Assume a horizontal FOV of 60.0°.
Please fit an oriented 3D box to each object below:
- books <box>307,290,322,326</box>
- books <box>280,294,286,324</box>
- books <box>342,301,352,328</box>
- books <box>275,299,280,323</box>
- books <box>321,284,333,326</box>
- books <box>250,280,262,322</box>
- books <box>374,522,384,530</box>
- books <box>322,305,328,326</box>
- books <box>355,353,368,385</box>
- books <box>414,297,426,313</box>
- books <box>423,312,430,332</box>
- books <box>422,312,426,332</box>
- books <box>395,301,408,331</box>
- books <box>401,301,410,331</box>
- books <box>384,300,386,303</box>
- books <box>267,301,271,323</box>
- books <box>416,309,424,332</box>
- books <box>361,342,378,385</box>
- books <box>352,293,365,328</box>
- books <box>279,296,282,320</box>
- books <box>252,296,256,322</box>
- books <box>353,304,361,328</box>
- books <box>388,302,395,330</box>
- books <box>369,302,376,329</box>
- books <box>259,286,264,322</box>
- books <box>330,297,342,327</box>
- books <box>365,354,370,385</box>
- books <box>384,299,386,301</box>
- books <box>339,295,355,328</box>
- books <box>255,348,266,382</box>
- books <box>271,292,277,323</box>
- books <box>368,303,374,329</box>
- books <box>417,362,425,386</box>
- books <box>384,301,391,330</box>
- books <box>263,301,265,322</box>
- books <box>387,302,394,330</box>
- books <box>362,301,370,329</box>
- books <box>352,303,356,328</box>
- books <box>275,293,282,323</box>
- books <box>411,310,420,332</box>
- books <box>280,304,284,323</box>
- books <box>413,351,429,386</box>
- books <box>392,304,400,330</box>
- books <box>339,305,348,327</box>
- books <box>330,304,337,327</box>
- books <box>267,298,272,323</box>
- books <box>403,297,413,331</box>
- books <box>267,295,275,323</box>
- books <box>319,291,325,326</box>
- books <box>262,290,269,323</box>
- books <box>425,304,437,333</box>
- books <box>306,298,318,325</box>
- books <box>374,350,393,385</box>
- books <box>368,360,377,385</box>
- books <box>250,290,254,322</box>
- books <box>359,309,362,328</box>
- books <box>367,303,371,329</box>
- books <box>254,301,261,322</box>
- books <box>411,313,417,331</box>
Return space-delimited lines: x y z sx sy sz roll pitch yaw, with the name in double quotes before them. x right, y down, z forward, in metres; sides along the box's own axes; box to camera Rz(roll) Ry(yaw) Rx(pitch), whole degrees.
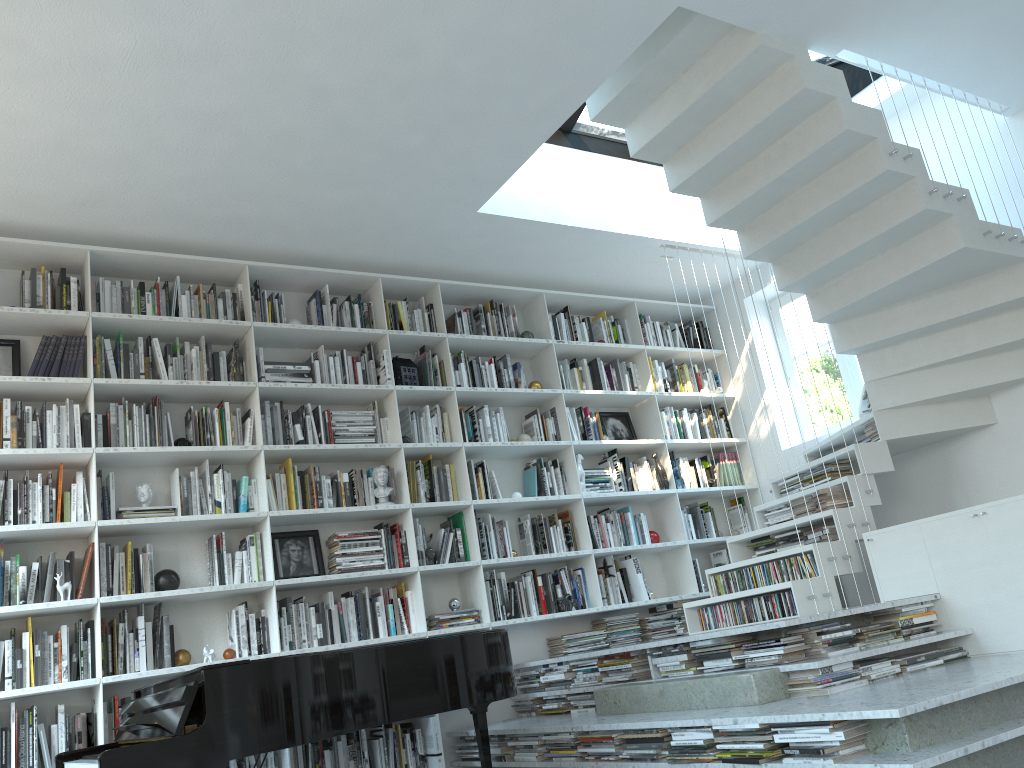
"books" -1.223 -0.416 5.505 0.014 0.291 0.176 1 -20 -32
"books" -1.405 -0.401 5.390 0.011 0.255 0.144 1 -20 -32
"books" -1.060 -0.383 5.605 0.023 0.235 0.154 1 -20 -32
"books" -1.436 -0.385 5.363 0.016 0.218 0.144 1 -20 -32
"books" -1.171 -0.434 5.543 0.010 0.330 0.186 1 -20 -32
"books" -1.538 -0.441 5.334 0.014 0.340 0.145 1 -20 -32
"books" -0.773 0.982 5.260 0.011 0.298 0.130 1 -20 -32
"books" -1.189 -0.369 5.533 0.031 0.208 0.147 1 -20 -32
"books" -0.952 -0.045 5.524 0.032 0.247 0.174 1 -20 -32
"books" -0.602 -0.408 5.933 0.012 0.328 0.129 1 -20 -32
"books" -0.597 -0.350 5.891 0.022 0.193 0.182 1 -20 -32
"books" -0.621 -0.353 5.886 0.025 0.203 0.162 1 -20 -32
"books" -0.748 -0.387 5.795 0.054 0.254 0.191 1 -20 -32
"books" -0.725 -0.388 5.837 0.030 0.273 0.152 1 -20 -32
"books" -0.836 -0.390 5.745 0.006 0.259 0.166 1 -20 -32
"books" -1.480 -0.374 5.335 0.023 0.195 0.172 1 -20 -32
"books" -0.635 -0.365 5.856 0.031 0.212 0.170 1 -20 -32
"books" -0.897 -0.080 5.588 0.012 0.333 0.156 1 -20 -32
"books" -0.983 -0.411 5.678 0.012 0.307 0.138 1 -20 -32
"books" -1.431 -0.393 5.391 0.013 0.249 0.148 1 -20 -32
"books" -1.566 -0.389 5.294 0.023 0.227 0.157 1 -20 -32
"books" -1.008 -0.373 5.607 0.023 0.201 0.193 1 -20 -32
"books" -0.801 -0.386 5.779 0.008 0.261 0.142 1 -20 -32
"books" -0.918 -0.385 5.710 0.022 0.256 0.137 1 -20 -32
"books" -1.521 -0.421 5.330 0.010 0.295 0.153 1 -20 -32
"books" -1.119 -0.395 5.589 0.028 0.269 0.140 1 -20 -32
"books" -0.935 -0.045 5.555 0.029 0.260 0.133 1 -20 -32
"books" -0.838 -0.395 5.761 0.007 0.278 0.150 1 -20 -32
"books" -1.041 -0.404 5.607 0.010 0.269 0.180 1 -20 -32
"books" -1.484 -0.062 5.178 0.021 0.248 0.192 1 -20 -32
"books" -1.454 -0.405 5.365 0.013 0.263 0.147 1 -20 -32
"books" -0.928 -0.379 5.693 0.014 0.238 0.153 1 -20 -32
"books" -0.606 -0.013 5.759 0.019 0.213 0.156 1 -20 -32
"books" -0.833 -0.385 5.727 0.007 0.238 0.192 1 -20 -32
"books" -1.511 -0.374 5.333 0.011 0.205 0.146 1 -20 -32
"books" -0.815 -0.389 5.761 0.034 0.260 0.158 1 -20 -32
"books" -0.958 -0.383 5.674 0.028 0.243 0.161 1 -20 -32
"books" -1.033 -0.375 5.613 0.012 0.216 0.180 1 -20 -32
"books" -1.429 -0.402 5.372 0.005 0.254 0.168 1 -20 -32
"books" -0.660 -0.359 5.843 0.024 0.201 0.180 1 -20 -32
"books" -1.411 -0.367 5.381 0.010 0.186 0.153 1 -20 -32
"books" -0.588 -0.052 5.746 0.021 0.271 0.191 1 -20 -32
"books" -0.780 -0.379 5.767 0.015 0.233 0.171 1 -20 -32
"books" -1.078 -0.370 5.581 0.033 0.202 0.167 1 -20 -32
"books" -1.138 -0.374 5.546 0.050 0.210 0.173 1 -20 -32
"books" -1.481 -0.384 5.364 0.006 0.232 0.136 1 -20 -32
"books" -0.702 -0.404 5.837 0.010 0.296 0.168 1 -20 -32
"books" -1.467 -0.396 5.361 0.014 0.247 0.139 1 -20 -32
"books" -1.208 -0.414 5.524 0.011 0.295 0.158 1 -20 -32
"books" -1.493 -0.411 5.326 0.011 0.264 0.164 1 -20 -32
"books" -0.562 -0.382 5.908 0.029 0.252 0.187 1 -20 -32
"books" -1.238 -0.388 5.506 0.012 0.244 0.151 1 -20 -32
"books" -0.827 -0.055 5.541 0.037 0.236 0.273 1 -20 -32
"books" -0.899 -0.021 5.551 0.029 0.202 0.192 1 -20 -32
"books" -1.579 -0.408 5.270 0.026 0.252 0.186 1 -20 -32
"books" -0.990 -0.360 5.662 0.014 0.203 0.135 1 -20 -32
"books" -0.945 -0.379 5.693 0.014 0.243 0.145 1 -20 -32
"books" -1.536 -0.377 5.292 0.026 0.194 0.167 1 -20 -32
"books" -0.677 -0.349 5.826 0.022 0.179 0.173 1 -20 -32
